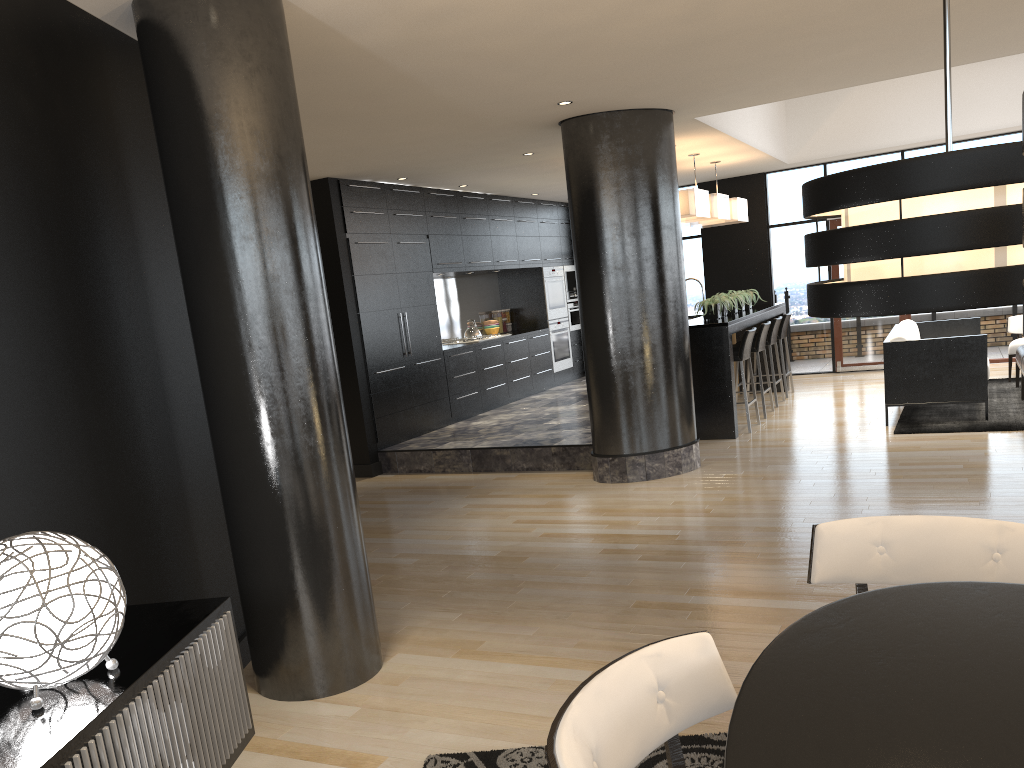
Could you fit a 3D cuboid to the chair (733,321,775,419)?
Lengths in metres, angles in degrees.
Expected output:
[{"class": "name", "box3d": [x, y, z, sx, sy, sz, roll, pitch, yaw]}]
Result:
[{"class": "chair", "box3d": [2.453, -0.141, 9.223, 0.519, 0.979, 0.467, -2, 11, 26]}]

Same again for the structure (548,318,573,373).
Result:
[{"class": "structure", "box3d": [0.677, -0.551, 12.379, 0.086, 0.718, 0.690, -1, 10, 27]}]

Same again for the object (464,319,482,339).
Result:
[{"class": "object", "box3d": [-0.482, -0.665, 10.630, 0.221, 0.233, 0.217, -4, 9, 19]}]

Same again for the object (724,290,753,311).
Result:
[{"class": "object", "box3d": [2.498, -0.921, 9.692, 0.402, 0.243, 0.396, -12, 9, -38]}]

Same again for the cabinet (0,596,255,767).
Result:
[{"class": "cabinet", "box3d": [-1.145, 1.150, 1.581, 0.611, 0.777, 2.204, -6, 6, 5]}]

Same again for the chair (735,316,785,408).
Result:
[{"class": "chair", "box3d": [2.757, -0.238, 9.834, 0.519, 0.979, 0.467, -2, 11, 26]}]

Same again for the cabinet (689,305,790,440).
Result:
[{"class": "cabinet", "box3d": [2.149, -0.189, 9.648, 1.181, 1.053, 3.066, -3, 7, 27]}]

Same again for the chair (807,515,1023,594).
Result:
[{"class": "chair", "box3d": [1.065, 0.802, 2.267, 0.643, 0.819, 0.606, -1, 11, 33]}]

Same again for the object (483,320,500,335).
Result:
[{"class": "object", "box3d": [-0.269, -0.744, 11.730, 0.185, 0.208, 0.201, -2, 10, 28]}]

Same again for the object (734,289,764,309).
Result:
[{"class": "object", "box3d": [2.617, -0.961, 10.058, 0.393, 0.220, 0.405, -12, 9, -38]}]

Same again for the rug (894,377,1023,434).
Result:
[{"class": "rug", "box3d": [5.035, 0.140, 8.253, 2.485, 0.012, 2.987, -4, 6, 28]}]

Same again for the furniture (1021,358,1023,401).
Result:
[{"class": "furniture", "box3d": [4.954, -0.037, 7.710, 0.829, 0.491, 0.815, -3, 8, 27]}]

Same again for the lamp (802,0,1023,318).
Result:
[{"class": "lamp", "box3d": [0.788, -0.819, 1.606, 0.536, 1.350, 0.526, -6, 10, 4]}]

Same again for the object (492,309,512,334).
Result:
[{"class": "object", "box3d": [-0.134, -0.854, 12.057, 0.114, 0.320, 0.360, -1, 10, 27]}]

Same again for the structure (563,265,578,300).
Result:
[{"class": "structure", "box3d": [0.899, -1.483, 12.835, 0.026, 0.481, 0.666, -1, 9, 27]}]

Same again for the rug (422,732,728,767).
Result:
[{"class": "rug", "box3d": [0.949, 1.339, 1.118, 2.719, 0.011, 3.667, -6, 6, 4]}]

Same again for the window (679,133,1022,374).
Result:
[{"class": "window", "box3d": [4.430, -1.834, 4.211, 10.143, 4.857, 15.642, -5, 6, 13]}]

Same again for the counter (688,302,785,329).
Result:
[{"class": "counter", "box3d": [2.088, -0.720, 9.545, 1.181, 0.032, 3.067, -4, 6, 27]}]

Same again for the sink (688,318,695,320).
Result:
[{"class": "sink", "box3d": [1.866, -0.604, 9.633, 0.461, 0.162, 0.908, -3, 7, 27]}]

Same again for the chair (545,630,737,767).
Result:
[{"class": "chair", "box3d": [0.432, 0.946, 1.578, 0.616, 0.819, 0.632, -1, 11, 32]}]

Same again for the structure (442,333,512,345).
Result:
[{"class": "structure", "box3d": [-0.427, -0.549, 10.912, 0.521, 0.067, 0.886, -4, 6, 27]}]

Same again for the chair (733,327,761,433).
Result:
[{"class": "chair", "box3d": [2.111, -0.032, 8.536, 0.519, 0.979, 0.467, -2, 11, 26]}]

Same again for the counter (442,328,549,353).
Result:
[{"class": "counter", "box3d": [-0.441, -0.525, 10.925, 0.731, 0.034, 2.817, -4, 6, 27]}]

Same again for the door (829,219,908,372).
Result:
[{"class": "door", "box3d": [4.647, -1.176, 11.495, 0.899, 2.025, 0.093, -2, 12, 26]}]

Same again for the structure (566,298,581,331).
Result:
[{"class": "structure", "box3d": [0.951, -1.023, 12.924, 0.070, 0.452, 0.667, -1, 9, 27]}]

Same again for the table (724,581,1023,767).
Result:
[{"class": "table", "box3d": [0.923, 0.954, 1.105, 1.210, 0.780, 2.074, -6, 6, 6]}]

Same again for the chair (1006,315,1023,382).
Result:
[{"class": "chair", "box3d": [5.766, -0.407, 9.470, 0.806, 0.685, 0.673, -3, 9, 27]}]

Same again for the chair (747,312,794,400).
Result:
[{"class": "chair", "box3d": [3.049, -0.332, 10.422, 0.519, 0.979, 0.467, -2, 11, 26]}]

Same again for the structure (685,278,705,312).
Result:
[{"class": "structure", "box3d": [1.833, -0.630, 9.691, 0.656, 1.033, 2.733, -2, 8, 26]}]

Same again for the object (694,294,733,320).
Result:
[{"class": "object", "box3d": [1.925, -0.749, 8.648, 0.402, 0.243, 0.396, -12, 9, -38]}]

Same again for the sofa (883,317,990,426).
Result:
[{"class": "sofa", "box3d": [4.119, -0.187, 8.533, 0.839, 0.815, 2.000, -2, 8, 27]}]

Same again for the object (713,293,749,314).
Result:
[{"class": "object", "box3d": [2.338, -0.858, 9.364, 0.402, 0.220, 0.396, -12, 9, -38]}]

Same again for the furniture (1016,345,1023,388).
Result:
[{"class": "furniture", "box3d": [5.324, -0.156, 8.454, 0.829, 0.491, 0.815, -3, 8, 27]}]

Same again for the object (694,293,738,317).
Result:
[{"class": "object", "box3d": [2.126, -0.807, 8.994, 0.393, 0.243, 0.405, -12, 9, -38]}]

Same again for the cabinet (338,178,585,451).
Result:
[{"class": "cabinet", "box3d": [-0.471, -0.978, 10.828, 0.729, 2.562, 5.639, -1, 8, 27]}]

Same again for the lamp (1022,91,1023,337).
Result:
[{"class": "lamp", "box3d": [0.729, -0.724, 0.727, 0.536, 1.350, 0.526, -6, 10, 4]}]

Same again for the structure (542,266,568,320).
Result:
[{"class": "structure", "box3d": [0.595, -1.266, 12.241, 0.086, 0.718, 0.690, -1, 10, 27]}]
